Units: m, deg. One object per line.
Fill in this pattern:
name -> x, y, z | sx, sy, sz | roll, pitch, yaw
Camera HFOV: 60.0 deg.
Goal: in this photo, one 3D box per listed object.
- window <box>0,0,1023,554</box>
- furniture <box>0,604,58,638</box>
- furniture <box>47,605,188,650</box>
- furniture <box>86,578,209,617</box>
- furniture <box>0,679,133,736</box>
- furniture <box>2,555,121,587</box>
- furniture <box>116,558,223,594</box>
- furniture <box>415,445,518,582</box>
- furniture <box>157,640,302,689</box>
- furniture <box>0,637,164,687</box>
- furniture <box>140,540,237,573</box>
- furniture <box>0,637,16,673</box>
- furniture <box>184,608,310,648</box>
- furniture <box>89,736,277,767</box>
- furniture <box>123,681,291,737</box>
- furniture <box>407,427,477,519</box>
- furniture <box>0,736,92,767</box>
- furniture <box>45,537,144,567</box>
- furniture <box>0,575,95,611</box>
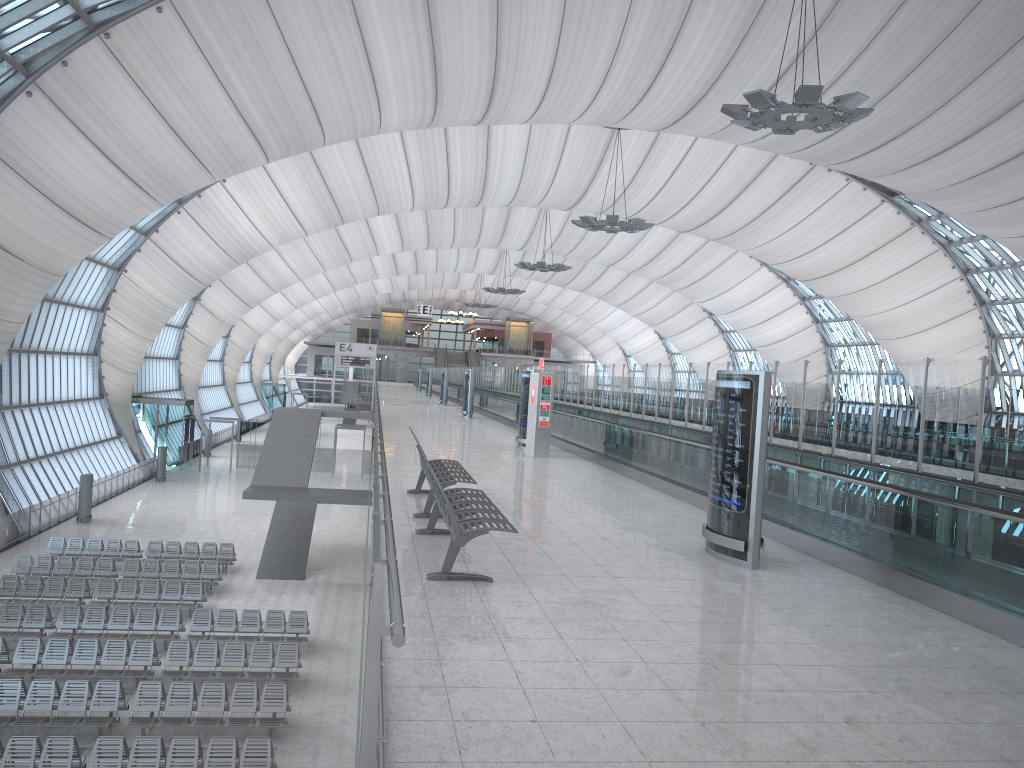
window -> -1.007, -3.828, 79.655 | 50.537, 20.004, 167.818 | 4, 0, -9
furniture -> -11.695, 5.341, 19.711 | 2.705, 0.913, 1.572 | 4, 0, -9
furniture -> -8.888, 5.520, 20.146 | 2.705, 0.913, 1.572 | 4, 0, -9
furniture -> -9.295, 5.475, 22.785 | 2.705, 0.913, 1.572 | 4, 0, -9
furniture -> -8.158, 5.601, 15.400 | 2.705, 0.913, 1.572 | 4, 0, -9
furniture -> -12.458, 5.256, 24.671 | 2.705, 0.913, 1.572 | 4, 0, -9
furniture -> -9.652, 5.435, 25.106 | 2.705, 0.913, 1.572 | 4, 0, -9
furniture -> -0.486, 1.131, 8.187 | 0.713, 0.902, 2.520 | 4, 0, -9
furniture -> -5.717, 5.740, 18.208 | 2.705, 0.913, 1.572 | 4, 0, -9
furniture -> -8.523, 5.561, 17.773 | 2.705, 0.913, 1.572 | 4, 0, -9
furniture -> -10.053, 5.390, 27.716 | 2.705, 0.913, 1.572 | 4, 0, -9
furniture -> -11.330, 5.382, 17.338 | 2.705, 0.913, 1.572 | 4, 0, -9
furniture -> -6.082, 5.699, 20.580 | 2.705, 0.913, 1.572 | 4, 0, -9
furniture -> -4.987, 5.821, 13.462 | 2.705, 0.913, 1.572 | 4, 0, -9
furniture -> -5.352, 5.780, 15.835 | 2.705, 0.913, 1.572 | 4, 0, -9
furniture -> -0.928, 1.081, 11.176 | 0.713, 0.902, 2.520 | 4, 0, -9
furniture -> -7.793, 5.642, 13.027 | 2.705, 0.913, 1.572 | 4, 0, -9
furniture -> -12.860, 5.211, 27.281 | 2.705, 0.913, 1.572 | 4, 0, -9
furniture -> -12.101, 5.296, 22.350 | 2.705, 0.913, 1.572 | 4, 0, -9
